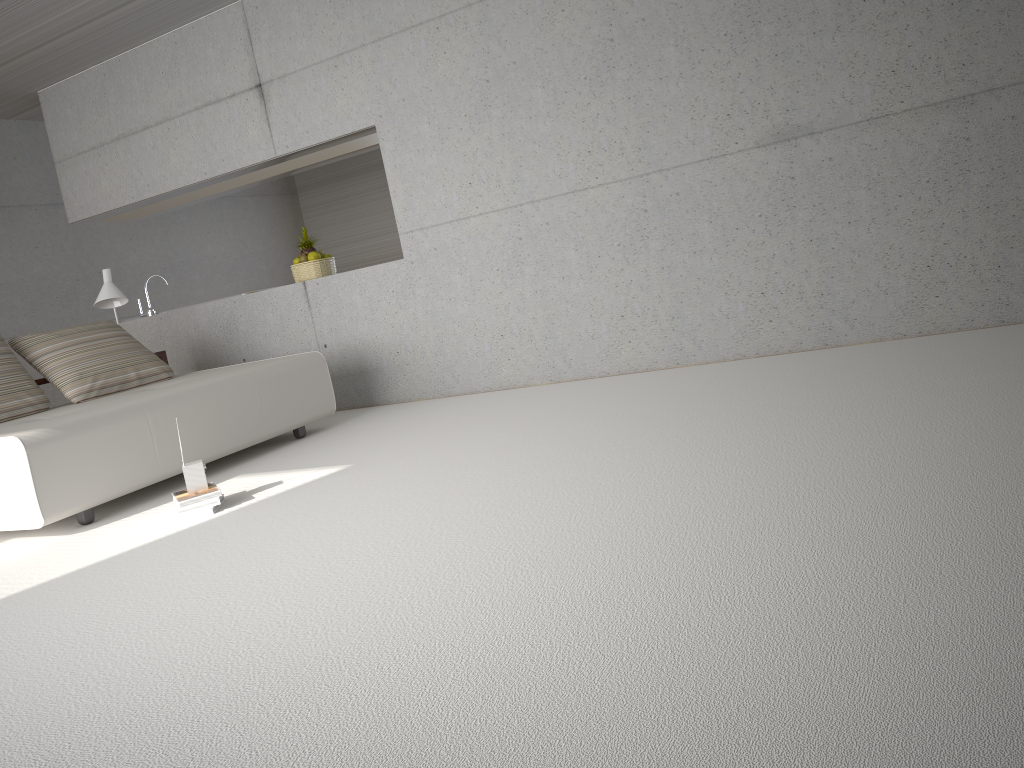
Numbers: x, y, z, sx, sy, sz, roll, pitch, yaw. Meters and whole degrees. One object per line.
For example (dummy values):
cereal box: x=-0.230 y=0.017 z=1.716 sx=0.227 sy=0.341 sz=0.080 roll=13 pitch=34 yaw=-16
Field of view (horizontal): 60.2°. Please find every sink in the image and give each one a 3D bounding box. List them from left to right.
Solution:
sink: x=-2.734 y=-0.769 z=7.787 sx=1.693 sy=0.537 sz=0.776 roll=-8 pitch=7 yaw=29

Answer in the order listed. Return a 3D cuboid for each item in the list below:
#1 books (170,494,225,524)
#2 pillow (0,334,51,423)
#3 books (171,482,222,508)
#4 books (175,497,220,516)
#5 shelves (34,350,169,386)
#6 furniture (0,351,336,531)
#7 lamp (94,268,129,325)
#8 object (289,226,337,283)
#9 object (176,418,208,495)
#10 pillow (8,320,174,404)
books: x=-1.449 y=0.575 z=4.087 sx=0.189 sy=0.032 sz=0.266 roll=-13 pitch=8 yaw=-6
pillow: x=-3.284 y=-0.022 z=5.280 sx=0.487 sy=0.606 sz=0.810 roll=-9 pitch=7 yaw=29
books: x=-1.460 y=0.511 z=4.090 sx=0.190 sy=0.032 sz=0.264 roll=-15 pitch=8 yaw=-26
books: x=-1.455 y=0.544 z=4.085 sx=0.190 sy=0.032 sz=0.265 roll=-15 pitch=8 yaw=-21
shelves: x=-3.248 y=0.359 z=5.835 sx=0.398 sy=0.711 sz=2.278 roll=-9 pitch=8 yaw=29
furniture: x=-2.378 y=0.345 z=5.347 sx=1.603 sy=0.519 sz=2.196 roll=-8 pitch=9 yaw=29
lamp: x=-2.970 y=-0.534 z=6.651 sx=0.244 sy=0.696 sz=0.326 roll=-11 pitch=4 yaw=11
object: x=-1.630 y=-1.053 z=7.126 sx=0.332 sy=0.440 sz=0.372 roll=-11 pitch=5 yaw=15
object: x=-1.474 y=0.318 z=4.041 sx=0.090 sy=0.364 sz=0.185 roll=-13 pitch=4 yaw=-20
pillow: x=-2.832 y=-0.166 z=6.005 sx=0.574 sy=0.514 sz=0.817 roll=-8 pitch=7 yaw=30
